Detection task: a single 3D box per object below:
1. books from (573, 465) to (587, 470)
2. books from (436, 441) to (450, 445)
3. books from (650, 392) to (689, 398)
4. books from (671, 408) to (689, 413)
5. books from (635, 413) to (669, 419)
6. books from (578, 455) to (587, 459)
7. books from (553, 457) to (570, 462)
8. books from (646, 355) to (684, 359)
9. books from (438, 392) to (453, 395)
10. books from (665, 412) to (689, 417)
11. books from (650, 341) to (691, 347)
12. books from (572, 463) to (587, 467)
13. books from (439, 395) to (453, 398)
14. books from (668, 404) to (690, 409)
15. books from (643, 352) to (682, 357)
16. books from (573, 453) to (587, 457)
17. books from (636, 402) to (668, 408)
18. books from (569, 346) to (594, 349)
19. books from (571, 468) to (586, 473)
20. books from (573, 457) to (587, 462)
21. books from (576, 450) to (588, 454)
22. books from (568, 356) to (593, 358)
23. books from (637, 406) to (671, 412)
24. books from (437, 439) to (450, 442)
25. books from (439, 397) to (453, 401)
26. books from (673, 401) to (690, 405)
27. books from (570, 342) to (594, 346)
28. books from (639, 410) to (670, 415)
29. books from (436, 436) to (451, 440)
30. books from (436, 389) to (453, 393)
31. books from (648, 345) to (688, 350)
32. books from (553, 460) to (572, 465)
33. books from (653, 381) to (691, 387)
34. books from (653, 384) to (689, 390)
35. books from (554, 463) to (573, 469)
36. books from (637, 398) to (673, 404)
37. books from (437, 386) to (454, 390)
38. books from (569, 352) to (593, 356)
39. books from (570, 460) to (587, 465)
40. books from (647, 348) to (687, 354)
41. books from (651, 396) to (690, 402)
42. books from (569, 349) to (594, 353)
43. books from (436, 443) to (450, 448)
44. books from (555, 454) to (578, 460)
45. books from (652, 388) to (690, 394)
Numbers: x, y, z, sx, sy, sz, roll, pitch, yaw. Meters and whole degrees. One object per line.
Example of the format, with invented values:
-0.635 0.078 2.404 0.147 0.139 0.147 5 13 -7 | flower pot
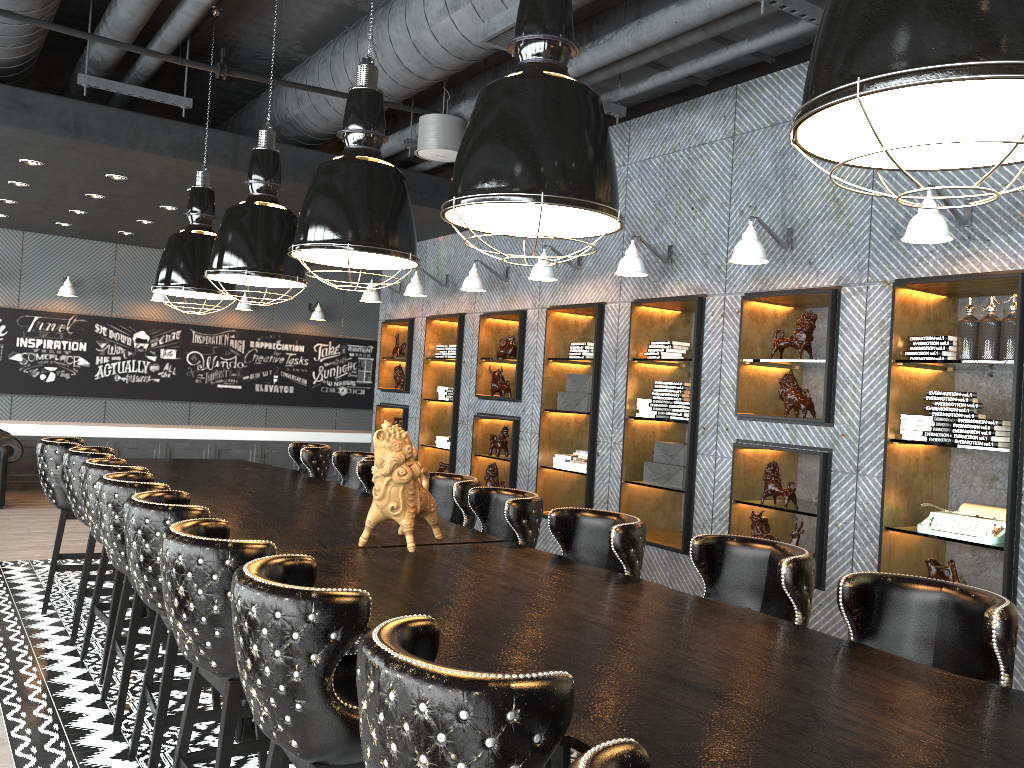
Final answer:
0.630 0.699 7.397 0.158 0.021 0.224 4 -1 -25 | books
-0.669 0.622 9.380 0.227 0.024 0.166 3 -1 42 | books
1.188 0.081 6.665 0.245 0.028 0.193 3 -1 28 | books
1.335 0.201 6.555 0.193 0.028 0.245 4 -1 -38 | books
1.096 0.245 6.767 0.245 0.028 0.193 4 -1 -41 | books
0.666 0.615 7.405 0.247 0.023 0.244 3 -1 41 | books
0.502 0.655 7.694 0.243 0.024 0.175 4 -1 -35 | books
1.167 -0.196 6.759 0.193 0.028 0.245 4 -1 -18 | books
-0.627 0.105 9.360 0.245 0.028 0.193 4 -1 -34 | books
1.277 0.226 6.532 0.193 0.028 0.245 4 -1 -23 | books
1.208 -0.306 6.781 0.193 0.028 0.245 4 -1 -34 | books
0.631 0.677 7.399 0.202 0.022 0.228 4 -1 -31 | books
-0.624 0.133 9.314 0.245 0.028 0.193 4 -1 -25 | books
1.310 0.172 6.560 0.193 0.028 0.245 4 -1 -44 | books
1.153 -0.225 6.783 0.193 0.028 0.245 4 -1 -23 | books
0.644 0.592 7.395 0.197 0.020 0.206 4 -1 -32 | books
1.100 0.160 6.744 0.245 0.028 0.193 4 -1 -21 | books
0.639 -0.306 7.610 0.193 0.028 0.245 4 -1 -28 | books
0.627 0.719 7.387 0.167 0.023 0.228 4 -1 -34 | books
0.635 0.635 7.405 0.197 0.023 0.248 4 -1 -17 | books
0.662 0.572 7.412 0.185 0.024 0.212 4 -1 -39 | books
0.629 -0.222 7.580 0.193 0.028 0.245 4 -1 -34 | books
1.108 0.190 6.786 0.245 0.028 0.193 4 -1 -28 | books
-0.650 0.599 9.394 0.243 0.024 0.175 4 -1 -43 | books
-0.622 0.162 9.364 0.245 0.028 0.193 4 -1 -38 | books
1.341 0.145 6.535 0.193 0.028 0.245 4 -1 -39 | books
0.646 -0.334 7.566 0.193 0.028 0.245 4 -1 -31 | books
1.120 0.218 6.734 0.245 0.028 0.193 4 -1 -35 | books
-0.660 0.572 9.380 0.179 0.029 0.225 3 -1 39 | books
-0.645 0.076 9.371 0.245 0.028 0.193 4 -1 -31 | books
1.194 -0.279 6.781 0.193 0.028 0.245 4 -1 -42 | books
0.493 0.678 7.663 0.227 0.024 0.166 3 -1 24 | books
1.217 -0.002 6.687 0.245 0.028 0.193 3 -1 31 | books
1.201 0.025 6.684 0.245 0.028 0.193 3 -1 17 | books
0.507 0.708 7.654 0.243 0.034 0.179 3 -1 35 | books
1.108 0.133 6.772 0.245 0.028 0.193 4 -1 -27 | books
-0.634 0.048 9.378 0.245 0.028 0.193 4 -1 -41 | books
0.627 -0.250 7.567 0.193 0.028 0.245 4 -1 -23 | books
0.628 0.656 7.394 0.205 0.019 0.264 4 -1 -35 | books
1.182 -0.251 6.778 0.193 0.028 0.245 4 -1 -26 | books
1.194 0.110 6.668 0.245 0.028 0.193 3 -1 25 | books
0.645 -0.278 7.562 0.193 0.028 0.245 4 -1 -43 | books
-0.656 0.651 9.372 0.243 0.034 0.179 3 -1 25 | books
0.508 0.629 7.654 0.179 0.029 0.225 3 -1 41 | books
1.204 0.054 6.702 0.245 0.028 0.193 3 -1 26 | books
